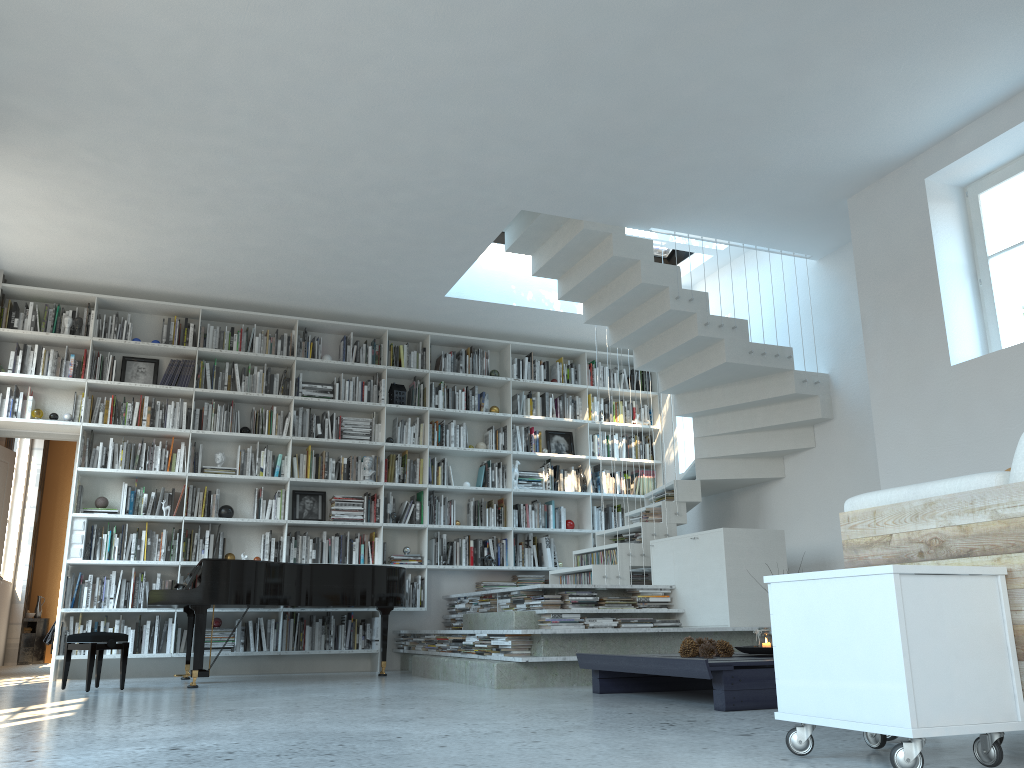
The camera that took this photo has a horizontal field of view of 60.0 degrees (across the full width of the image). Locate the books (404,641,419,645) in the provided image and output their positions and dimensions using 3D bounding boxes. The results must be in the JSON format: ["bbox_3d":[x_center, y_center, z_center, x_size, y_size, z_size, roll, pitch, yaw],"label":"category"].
[{"bbox_3d":[-0.809,2.222,7.606,0.191,0.028,0.213,4,-16,-17],"label":"books"}]

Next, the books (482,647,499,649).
[{"bbox_3d":[-0.101,1.772,5.956,0.154,0.014,0.197,5,-17,-21],"label":"books"}]

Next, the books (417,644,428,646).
[{"bbox_3d":[-0.669,2.158,7.337,0.149,0.007,0.301,5,-17,-21],"label":"books"}]

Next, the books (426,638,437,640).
[{"bbox_3d":[-0.578,2.028,7.061,0.182,0.016,0.199,4,-16,-16],"label":"books"}]

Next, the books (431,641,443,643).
[{"bbox_3d":[-0.554,2.053,7.064,0.140,0.013,0.181,5,-16,-18],"label":"books"}]

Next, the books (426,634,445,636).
[{"bbox_3d":[-0.568,2.002,7.072,0.174,0.011,0.228,6,-17,-22],"label":"books"}]

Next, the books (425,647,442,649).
[{"bbox_3d":[-0.565,2.094,7.049,0.159,0.012,0.293,6,-17,-24],"label":"books"}]

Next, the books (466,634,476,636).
[{"bbox_3d":[-0.218,1.765,6.246,0.157,0.014,0.216,5,-16,-19],"label":"books"}]

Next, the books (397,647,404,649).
[{"bbox_3d":[-0.902,2.343,7.863,0.172,0.015,0.242,5,-17,-21],"label":"books"}]

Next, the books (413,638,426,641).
[{"bbox_3d":[-0.689,2.114,7.341,0.180,0.015,0.295,6,-17,-23],"label":"books"}]

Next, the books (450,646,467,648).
[{"bbox_3d":[-0.340,1.925,6.494,0.177,0.011,0.220,5,-16,-19],"label":"books"}]

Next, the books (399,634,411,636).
[{"bbox_3d":[-0.900,2.234,7.893,0.158,0.014,0.235,6,-17,-23],"label":"books"}]

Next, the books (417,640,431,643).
[{"bbox_3d":[-0.686,2.131,7.337,0.171,0.020,0.194,4,-16,-17],"label":"books"}]

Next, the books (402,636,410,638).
[{"bbox_3d":[-0.887,2.251,7.894,0.133,0.017,0.231,5,-16,-20],"label":"books"}]

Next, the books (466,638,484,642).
[{"bbox_3d":[-0.216,1.798,6.238,0.141,0.028,0.223,7,-17,-26],"label":"books"}]

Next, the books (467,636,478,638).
[{"bbox_3d":[-0.218,1.778,6.243,0.139,0.013,0.289,4,-16,-16],"label":"books"}]

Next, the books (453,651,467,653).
[{"bbox_3d":[-0.329,1.960,6.489,0.142,0.012,0.292,4,-16,-17],"label":"books"}]

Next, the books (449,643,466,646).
[{"bbox_3d":[-0.339,1.908,6.500,0.160,0.025,0.244,7,-17,-26],"label":"books"}]

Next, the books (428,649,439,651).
[{"bbox_3d":[-0.561,2.114,7.045,0.157,0.014,0.180,6,-17,-24],"label":"books"}]

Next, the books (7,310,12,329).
[{"bbox_3d":[-4.175,-0.493,7.386,0.024,0.194,0.167,5,-16,-21],"label":"books"}]

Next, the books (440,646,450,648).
[{"bbox_3d":[-0.440,2.008,6.777,0.130,0.014,0.250,7,-17,-26],"label":"books"}]

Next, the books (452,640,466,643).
[{"bbox_3d":[-0.329,1.888,6.509,0.142,0.017,0.240,7,-17,-25],"label":"books"}]

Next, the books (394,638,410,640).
[{"bbox_3d":[-0.919,2.262,7.878,0.191,0.013,0.244,7,-17,-25],"label":"books"}]

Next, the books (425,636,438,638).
[{"bbox_3d":[-0.571,2.014,7.068,0.171,0.015,0.253,6,-17,-24],"label":"books"}]

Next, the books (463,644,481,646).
[{"bbox_3d":[-0.227,1.830,6.225,0.171,0.007,0.261,5,-16,-18],"label":"books"}]

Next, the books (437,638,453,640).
[{"bbox_3d":[-0.456,1.951,6.786,0.165,0.014,0.236,7,-17,-26],"label":"books"}]

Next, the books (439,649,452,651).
[{"bbox_3d":[-0.454,2.031,6.765,0.161,0.008,0.255,4,-16,-16],"label":"books"}]

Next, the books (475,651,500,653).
[{"bbox_3d":[-0.116,1.793,5.944,0.178,0.009,0.277,6,-17,-23],"label":"books"}]

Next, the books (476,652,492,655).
[{"bbox_3d":[-0.126,1.804,5.937,0.191,0.016,0.209,4,-16,-16],"label":"books"}]

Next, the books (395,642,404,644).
[{"bbox_3d":[-0.914,2.296,7.871,0.177,0.012,0.279,7,-17,-25],"label":"books"}]

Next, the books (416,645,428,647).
[{"bbox_3d":[-0.682,2.167,7.330,0.172,0.014,0.221,5,-16,-20],"label":"books"}]

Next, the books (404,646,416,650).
[{"bbox_3d":[-0.801,2.262,7.599,0.189,0.030,0.238,5,-16,-21],"label":"books"}]

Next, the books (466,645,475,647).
[{"bbox_3d":[-0.211,1.839,6.229,0.145,0.010,0.267,6,-17,-22],"label":"books"}]

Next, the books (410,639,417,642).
[{"bbox_3d":[-0.782,2.202,7.623,0.143,0.019,0.231,5,-16,-20],"label":"books"}]

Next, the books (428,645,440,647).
[{"bbox_3d":[-0.561,2.083,7.054,0.165,0.012,0.205,5,-17,-21],"label":"books"}]

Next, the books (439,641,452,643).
[{"bbox_3d":[-0.444,1.972,6.785,0.155,0.009,0.298,5,-16,-20],"label":"books"}]

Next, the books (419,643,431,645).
[{"bbox_3d":[-0.671,2.148,7.339,0.147,0.012,0.206,5,-16,-20],"label":"books"}]

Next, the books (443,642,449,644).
[{"bbox_3d":[-0.436,1.983,6.785,0.140,0.013,0.181,5,-16,-20],"label":"books"}]

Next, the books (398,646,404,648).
[{"bbox_3d":[-0.903,2.331,7.866,0.155,0.009,0.233,7,-17,-26],"label":"books"}]

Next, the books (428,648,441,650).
[{"bbox_3d":[-0.554,2.104,7.051,0.140,0.008,0.284,6,-17,-23],"label":"books"}]

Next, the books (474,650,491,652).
[{"bbox_3d":[-0.122,1.786,5.943,0.191,0.006,0.276,5,-16,-19],"label":"books"}]

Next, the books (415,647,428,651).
[{"bbox_3d":[-0.688,2.186,7.322,0.177,0.026,0.231,5,-16,-18],"label":"books"}]

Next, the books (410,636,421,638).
[{"bbox_3d":[-0.779,2.173,7.632,0.135,0.014,0.298,5,-16,-20],"label":"books"}]

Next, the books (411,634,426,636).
[{"bbox_3d":[-0.784,2.157,7.634,0.137,0.018,0.201,4,-16,-17],"label":"books"}]

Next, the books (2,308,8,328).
[{"bbox_3d":[-4.212,-0.509,7.381,0.023,0.222,0.151,5,-16,-21],"label":"books"}]

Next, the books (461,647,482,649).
[{"bbox_3d":[-0.232,1.848,6.218,0.189,0.013,0.215,6,-17,-23],"label":"books"}]

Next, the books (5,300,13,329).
[{"bbox_3d":[-4.192,-0.540,7.388,0.014,0.285,0.175,5,-16,-21],"label":"books"}]

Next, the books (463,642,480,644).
[{"bbox_3d":[-0.229,1.818,6.227,0.180,0.016,0.183,6,-17,-24],"label":"books"}]

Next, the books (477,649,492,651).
[{"bbox_3d":[-0.108,1.781,5.950,0.170,0.006,0.269,5,-17,-21],"label":"books"}]

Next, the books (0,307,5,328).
[{"bbox_3d":[-4.238,-0.511,7.382,0.024,0.227,0.130,5,-16,-21],"label":"books"}]

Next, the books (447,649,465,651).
[{"bbox_3d":[-0.349,1.942,6.486,0.189,0.009,0.291,5,-16,-18],"label":"books"}]

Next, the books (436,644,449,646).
[{"bbox_3d":[-0.456,1.994,6.774,0.182,0.013,0.288,5,-16,-20],"label":"books"}]

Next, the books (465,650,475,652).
[{"bbox_3d":[-0.221,1.867,6.217,0.159,0.009,0.276,5,-16,-18],"label":"books"}]

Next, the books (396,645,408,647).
[{"bbox_3d":[-0.912,2.321,7.865,0.179,0.012,0.262,5,-16,-18],"label":"books"}]

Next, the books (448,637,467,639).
[{"bbox_3d":[-0.341,1.864,6.510,0.170,0.014,0.281,6,-17,-24],"label":"books"}]

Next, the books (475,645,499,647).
[{"bbox_3d":[-0.120,1.757,5.952,0.191,0.015,0.247,5,-16,-20],"label":"books"}]

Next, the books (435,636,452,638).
[{"bbox_3d":[-0.459,1.939,6.788,0.179,0.012,0.250,6,-17,-24],"label":"books"}]

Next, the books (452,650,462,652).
[{"bbox_3d":[-0.330,1.951,6.492,0.154,0.007,0.263,5,-16,-19],"label":"books"}]

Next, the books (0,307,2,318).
[{"bbox_3d":[-4.247,-0.514,7.355,0.014,0.218,0.189,5,-16,-21],"label":"books"}]

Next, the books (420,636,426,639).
[{"bbox_3d":[-0.667,2.100,7.353,0.130,0.018,0.256,5,-16,-18],"label":"books"}]
